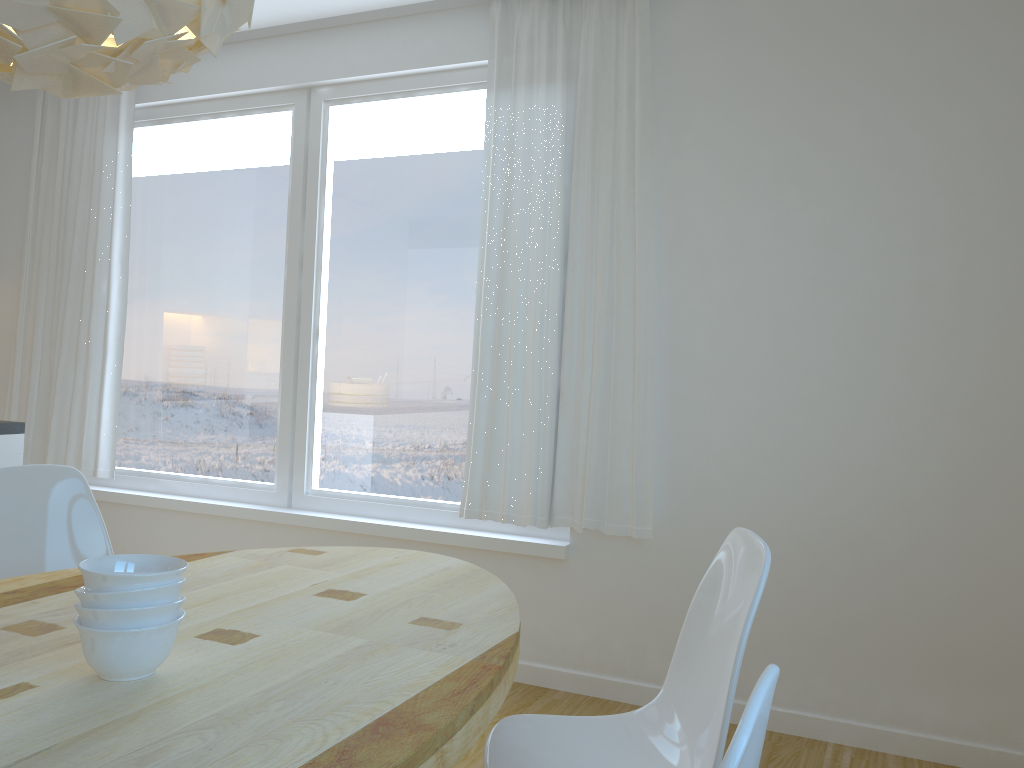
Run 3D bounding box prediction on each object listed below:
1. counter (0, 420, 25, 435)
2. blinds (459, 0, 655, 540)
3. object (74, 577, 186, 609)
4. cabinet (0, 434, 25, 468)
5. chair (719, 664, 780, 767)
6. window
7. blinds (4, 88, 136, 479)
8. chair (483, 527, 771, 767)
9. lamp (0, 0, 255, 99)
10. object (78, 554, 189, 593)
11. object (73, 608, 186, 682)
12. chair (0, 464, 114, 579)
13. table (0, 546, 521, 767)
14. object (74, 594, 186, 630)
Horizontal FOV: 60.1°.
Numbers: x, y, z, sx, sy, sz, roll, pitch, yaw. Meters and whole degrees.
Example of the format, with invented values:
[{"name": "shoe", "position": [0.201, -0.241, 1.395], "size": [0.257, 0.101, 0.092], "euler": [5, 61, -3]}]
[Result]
[{"name": "counter", "position": [-2.490, 0.141, 2.166], "size": [0.601, 0.040, 2.396], "euler": [2, 1, 24]}, {"name": "blinds", "position": [0.178, -0.537, 3.353], "size": [0.795, 2.166, 0.149], "euler": [1, -3, 25]}, {"name": "object", "position": [-0.564, 0.334, 1.307], "size": [0.151, 0.096, 0.151], "euler": [2, 0, 41]}, {"name": "cabinet", "position": [-2.507, 0.616, 2.142], "size": [0.601, 0.912, 2.395], "euler": [1, 0, 24]}, {"name": "chair", "position": [-0.013, 0.724, 0.918], "size": [0.523, 0.904, 0.428], "euler": [1, -2, 24]}, {"name": "window", "position": [-0.948, -0.403, 4.061], "size": [2.728, 1.924, 0.088], "euler": [2, -3, 24]}, {"name": "blinds", "position": [-2.251, -0.637, 4.448], "size": [0.795, 2.166, 0.149], "euler": [1, -3, 24]}, {"name": "chair", "position": [0.184, 0.722, 1.654], "size": [0.523, 0.904, 0.429], "euler": [2, -2, -1]}, {"name": "lamp", "position": [-0.684, -0.997, 1.358], "size": [0.647, 1.138, 0.637], "euler": [1, -2, 24]}, {"name": "object", "position": [-0.560, 0.306, 1.308], "size": [0.151, 0.087, 0.152], "euler": [2, 0, -38]}, {"name": "object", "position": [-0.562, 0.382, 1.299], "size": [0.152, 0.083, 0.152], "euler": [2, 0, -26]}, {"name": "chair", "position": [-1.093, 0.671, 2.119], "size": [0.523, 0.904, 0.429], "euler": [0, -3, 44]}, {"name": "table", "position": [-0.698, 0.783, 1.234], "size": [1.194, 0.727, 2.185], "euler": [2, 0, 23]}, {"name": "object", "position": [-0.563, 0.358, 1.304], "size": [0.152, 0.093, 0.151], "euler": [2, 0, -27]}]
